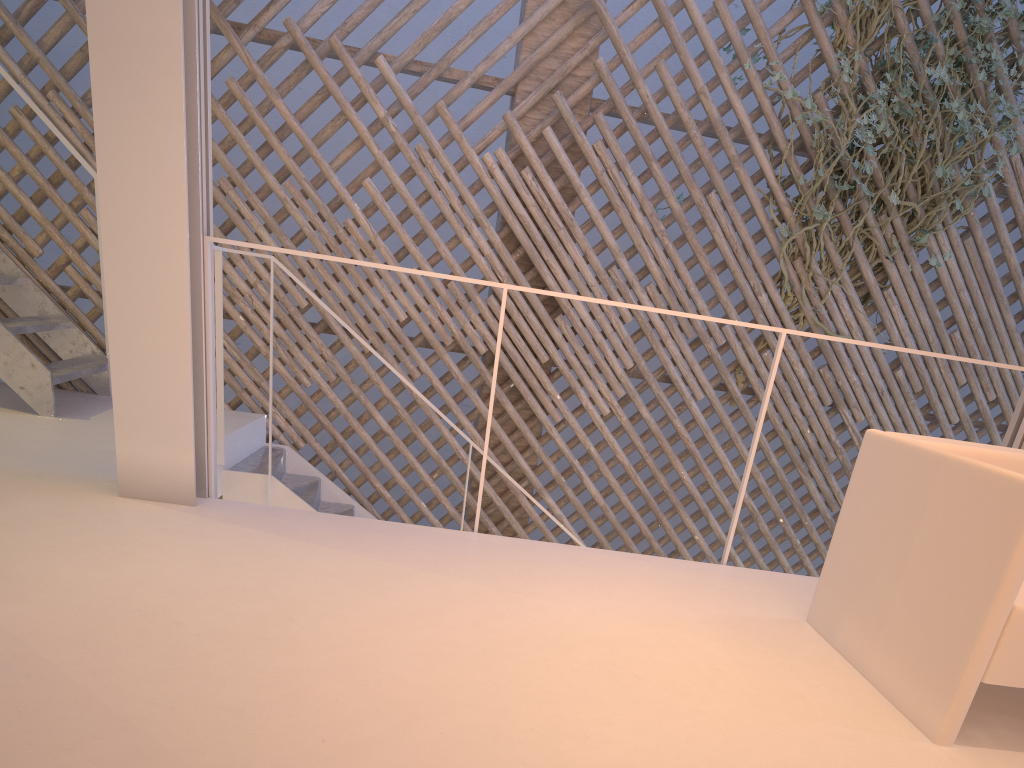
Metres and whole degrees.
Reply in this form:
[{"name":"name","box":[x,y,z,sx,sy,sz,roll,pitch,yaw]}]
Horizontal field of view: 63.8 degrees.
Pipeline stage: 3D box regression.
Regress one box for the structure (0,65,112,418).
[{"name":"structure","box":[-1.799,-0.972,2.023,1.276,2.085,0.464,5,21,-9]}]

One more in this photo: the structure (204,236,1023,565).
[{"name":"structure","box":[0.230,0.137,1.741,1.715,0.629,0.024,8,22,-5]}]

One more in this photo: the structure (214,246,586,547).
[{"name":"structure","box":[-0.012,0.772,2.703,1.984,2.178,1.034,6,19,-10]}]

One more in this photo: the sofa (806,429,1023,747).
[{"name":"sofa","box":[1.073,0.356,1.303,0.992,0.414,0.445,8,13,-5]}]

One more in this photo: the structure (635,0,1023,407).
[{"name":"structure","box":[1.699,-1.211,2.746,2.387,3.019,0.642,5,21,-12]}]
